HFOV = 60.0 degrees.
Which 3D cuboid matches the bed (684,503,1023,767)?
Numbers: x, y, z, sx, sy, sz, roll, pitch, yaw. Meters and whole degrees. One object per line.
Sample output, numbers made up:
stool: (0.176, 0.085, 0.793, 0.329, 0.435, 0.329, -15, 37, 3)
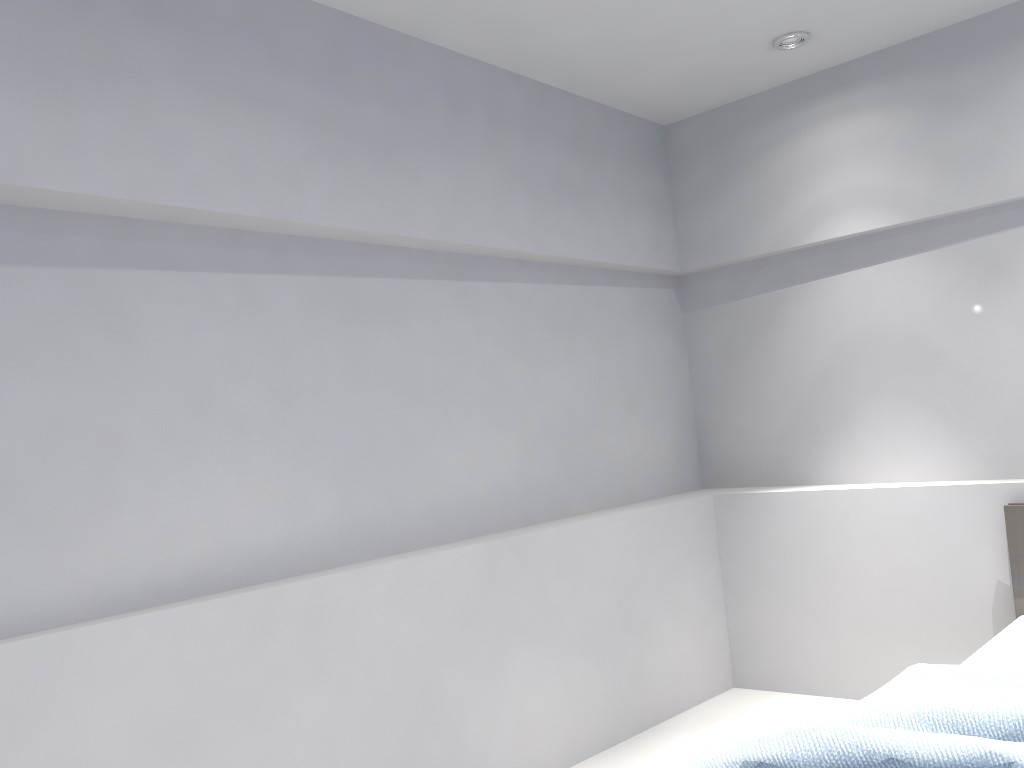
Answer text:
bed: (1.515, 0.815, 2.245, 1.411, 0.752, 2.319, -9, -4, 43)
